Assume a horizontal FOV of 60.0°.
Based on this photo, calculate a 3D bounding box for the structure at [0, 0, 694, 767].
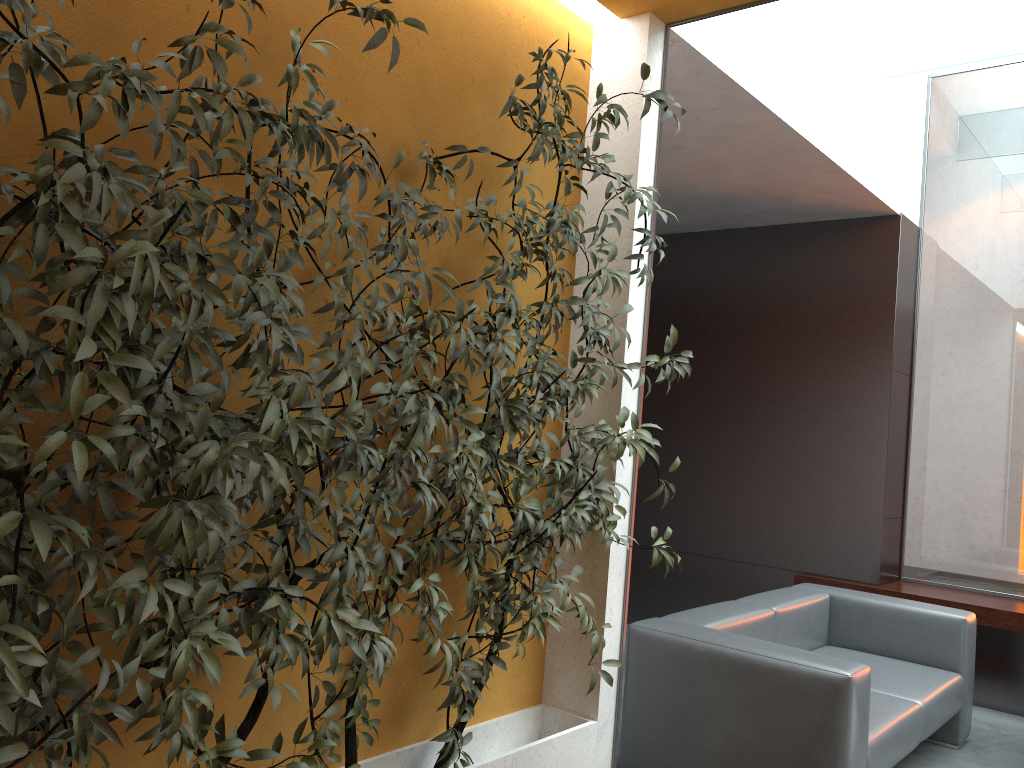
[{"bbox_3d":[-0.526,-0.035,2.023,0.622,2.483,3.166,2,-4,38],"label":"structure"}]

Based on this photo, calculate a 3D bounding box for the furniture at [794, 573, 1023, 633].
[{"bbox_3d":[4.383,1.437,4.223,6.000,0.109,0.600,2,-4,39],"label":"furniture"}]

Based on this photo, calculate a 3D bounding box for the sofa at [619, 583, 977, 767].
[{"bbox_3d":[1.423,1.395,4.119,0.943,0.652,2.025,2,-4,39],"label":"sofa"}]
